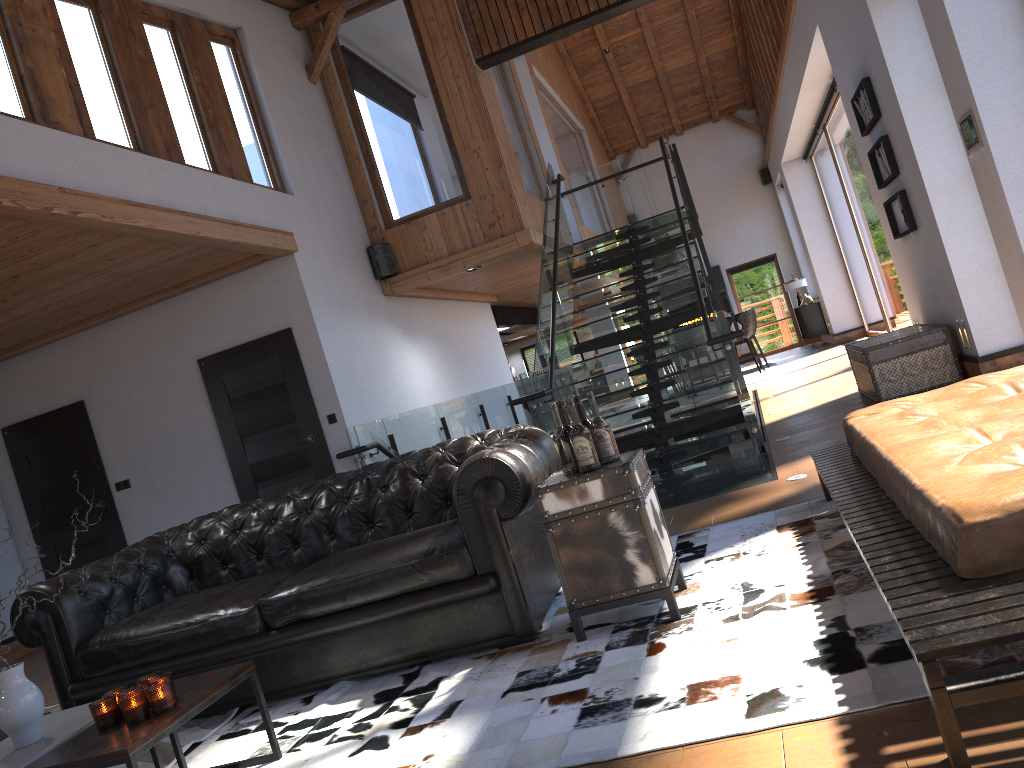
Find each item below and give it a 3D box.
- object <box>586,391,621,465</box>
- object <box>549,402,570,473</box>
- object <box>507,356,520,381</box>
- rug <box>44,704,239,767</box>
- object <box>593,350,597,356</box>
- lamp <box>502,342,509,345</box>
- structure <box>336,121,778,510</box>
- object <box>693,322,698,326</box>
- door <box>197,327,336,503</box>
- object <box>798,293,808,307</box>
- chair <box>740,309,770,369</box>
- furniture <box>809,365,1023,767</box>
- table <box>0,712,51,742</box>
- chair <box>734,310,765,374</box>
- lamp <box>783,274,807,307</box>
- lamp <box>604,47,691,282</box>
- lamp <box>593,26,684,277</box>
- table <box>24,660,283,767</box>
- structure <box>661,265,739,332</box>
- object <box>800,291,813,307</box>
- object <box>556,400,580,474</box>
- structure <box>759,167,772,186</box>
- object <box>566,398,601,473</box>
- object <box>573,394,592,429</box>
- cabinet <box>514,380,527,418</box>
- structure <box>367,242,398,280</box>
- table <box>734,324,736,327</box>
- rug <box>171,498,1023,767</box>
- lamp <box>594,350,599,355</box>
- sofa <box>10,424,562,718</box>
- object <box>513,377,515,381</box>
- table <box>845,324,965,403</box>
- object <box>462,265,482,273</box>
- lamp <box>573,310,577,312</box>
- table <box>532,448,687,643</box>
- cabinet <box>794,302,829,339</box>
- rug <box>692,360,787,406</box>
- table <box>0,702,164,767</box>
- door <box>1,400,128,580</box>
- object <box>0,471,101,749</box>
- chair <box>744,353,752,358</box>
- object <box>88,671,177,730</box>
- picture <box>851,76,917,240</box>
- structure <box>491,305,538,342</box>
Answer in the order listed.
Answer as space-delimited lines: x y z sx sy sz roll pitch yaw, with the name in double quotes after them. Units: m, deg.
0.342 0.167 3.459 0.087 0.286 0.088 -18 -1 27 "object"
0.204 0.211 3.566 0.088 0.286 0.087 -17 -1 -9 "object"
-0.031 -0.252 14.891 0.224 0.452 0.226 -17 -1 14 "object"
-2.557 1.818 3.103 2.415 0.053 4.071 -17 0 15 "rug"
2.050 -0.636 21.477 0.151 0.504 0.326 -17 -1 14 "object"
-0.189 -1.202 26.293 0.154 0.068 0.263 -17 0 15 "lamp"
3.829 -0.491 10.206 9.152 6.399 11.095 -17 0 14 "structure"
3.362 -1.004 15.857 0.223 0.253 0.115 -17 -1 -23 "object"
-2.006 0.634 7.641 0.935 2.055 0.144 -17 -1 14 "door"
6.040 -1.764 18.505 0.149 0.287 0.503 -17 0 15 "object"
4.190 -0.736 15.756 0.569 1.092 0.503 -17 -1 -2 "chair"
1.692 0.299 2.950 1.168 0.437 2.777 -17 0 15 "furniture"
-1.932 1.460 3.019 0.397 0.350 0.655 -17 0 20 "table"
3.928 -0.650 14.974 0.563 1.092 0.509 -17 -1 23 "chair"
6.115 -2.013 19.014 0.465 0.725 0.474 -17 -1 23 "lamp"
2.499 -4.206 17.007 0.629 4.685 0.614 -17 -1 -31 "lamp"
2.101 -4.093 15.459 0.629 4.685 0.614 -17 -1 -31 "lamp"
-1.111 1.204 2.800 0.397 0.350 0.654 -17 0 15 "table"
4.251 -1.682 20.141 1.435 1.649 0.436 -17 -1 14 "structure"
5.939 -1.721 17.956 0.182 0.262 0.496 -17 0 -17 "object"
0.228 0.202 3.471 0.088 0.286 0.087 -17 -1 -8 "object"
5.650 -4.623 19.757 0.212 0.349 0.215 -17 -1 14 "structure"
0.258 0.192 3.379 0.087 0.286 0.088 -18 -1 24 "object"
0.299 0.181 3.539 0.089 0.286 0.086 -17 -1 -36 "object"
0.367 0.448 16.154 0.883 1.104 4.831 -17 0 15 "cabinet"
-1.332 -1.259 9.102 0.212 0.349 0.215 -17 -1 14 "structure"
3.426 -0.403 15.828 1.420 0.950 3.821 -17 0 15 "table"
0.604 0.840 3.444 3.783 0.053 2.448 -17 0 15 "rug"
3.319 -0.693 25.889 1.635 1.699 0.521 -17 -1 -8 "lamp"
-0.925 0.909 4.324 2.550 0.838 1.247 -17 0 13 "sofa"
0.007 -0.072 14.626 0.080 0.081 0.078 -17 -1 -21 "object"
3.342 -0.196 7.643 0.680 0.470 1.262 -17 0 15 "table"
-0.435 -1.242 9.423 0.154 0.068 0.263 -17 0 15 "object"
1.516 -1.762 21.734 0.154 0.068 0.263 -17 0 15 "lamp"
0.391 0.616 3.463 0.403 0.609 0.420 -17 -1 14 "table"
6.219 -1.326 18.477 0.400 0.655 1.878 -17 0 15 "cabinet"
3.424 0.072 15.522 2.535 0.047 5.667 -17 0 15 "rug"
-1.521 1.331 2.878 0.398 0.350 0.653 -17 0 10 "table"
-4.018 1.261 8.150 0.935 2.055 0.144 -17 -1 14 "door"
-1.649 0.765 2.900 0.402 0.808 0.626 -18 -1 26 "object"
4.385 -0.790 16.704 0.565 1.092 0.507 -17 -1 13 "chair"
-1.179 1.000 2.785 0.250 0.081 0.298 -17 -1 -37 "object"
3.178 -1.905 7.605 0.059 1.312 0.779 -17 -1 15 "picture"
-0.164 -1.069 15.995 0.706 0.476 3.271 -17 0 15 "structure"
